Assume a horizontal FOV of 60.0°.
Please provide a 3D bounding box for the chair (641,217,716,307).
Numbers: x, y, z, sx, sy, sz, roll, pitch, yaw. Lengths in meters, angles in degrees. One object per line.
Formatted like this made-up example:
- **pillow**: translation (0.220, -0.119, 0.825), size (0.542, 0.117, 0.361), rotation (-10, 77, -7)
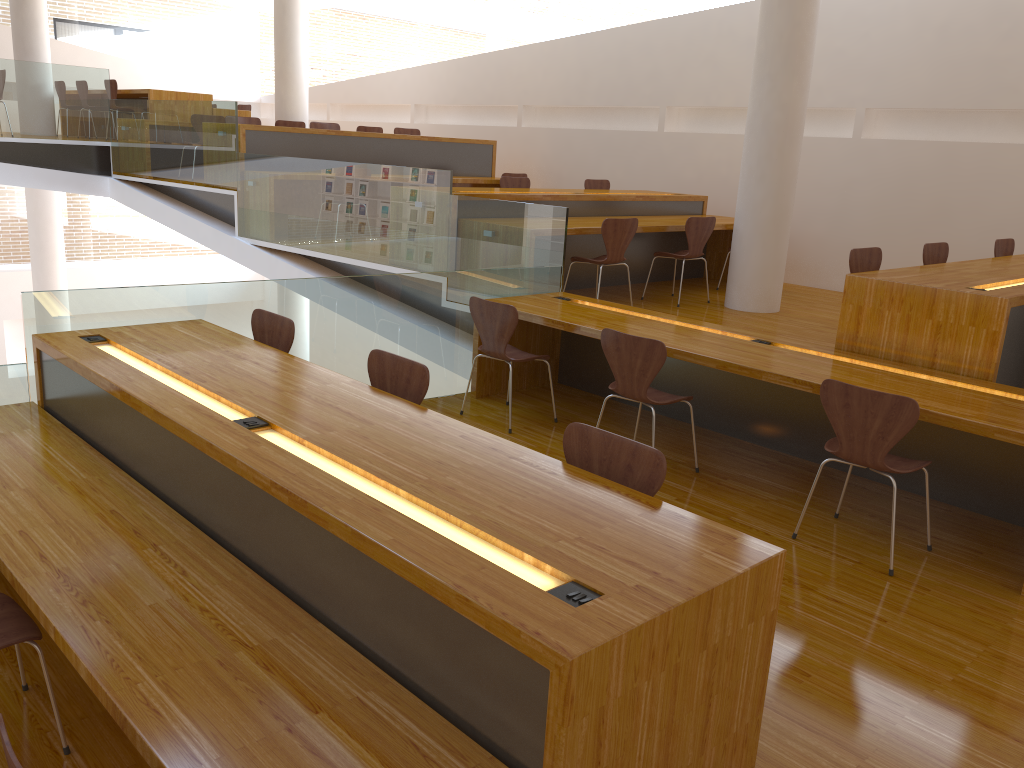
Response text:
- **chair**: translation (1.341, -1.001, 7.084), size (0.428, 0.693, 0.381), rotation (-11, 20, -42)

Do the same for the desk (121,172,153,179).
- **desk**: translation (-2.883, -2.786, 10.735), size (3.356, 0.606, 0.760), rotation (-11, 20, -42)

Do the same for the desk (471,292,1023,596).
- **desk**: translation (1.125, 0.095, 4.540), size (0.760, 0.606, 3.185), rotation (-11, 20, -42)

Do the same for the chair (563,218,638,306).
- **chair**: translation (0.635, -0.869, 6.431), size (0.428, 0.693, 0.381), rotation (-11, 20, -42)

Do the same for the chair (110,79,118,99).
- **chair**: translation (-4.545, -3.207, 10.451), size (0.381, 0.693, 0.428), rotation (-11, 20, -42)

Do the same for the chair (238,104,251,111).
- **chair**: translation (-3.695, -3.354, 11.748), size (0.381, 0.693, 0.428), rotation (-11, 20, -42)

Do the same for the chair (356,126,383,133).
- **chair**: translation (-1.885, -2.885, 11.161), size (0.428, 0.693, 0.381), rotation (-11, 20, -42)

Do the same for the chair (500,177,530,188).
- **chair**: translation (0.126, -1.569, 8.284), size (0.428, 0.693, 0.381), rotation (-11, 20, -42)

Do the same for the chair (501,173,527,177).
- **chair**: translation (-0.101, -2.010, 9.906), size (0.428, 0.693, 0.381), rotation (-11, 20, -42)

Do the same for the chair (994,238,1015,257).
- **chair**: translation (3.635, -0.669, 6.335), size (0.428, 0.693, 0.381), rotation (-11, 20, -42)

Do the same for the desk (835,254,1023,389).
- **desk**: translation (3.066, -0.388, 5.307), size (3.185, 0.606, 0.760), rotation (-11, 20, -42)

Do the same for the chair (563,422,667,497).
- **chair**: translation (0.162, 0.510, 2.581), size (0.381, 0.693, 0.428), rotation (-11, 20, -42)

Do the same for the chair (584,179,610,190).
- **chair**: translation (0.966, -1.713, 9.010), size (0.428, 0.693, 0.381), rotation (-11, 20, -42)

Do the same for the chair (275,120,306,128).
- **chair**: translation (-2.673, -2.724, 10.382), size (0.428, 0.693, 0.381), rotation (-11, 20, -42)

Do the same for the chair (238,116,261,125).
- **chair**: translation (-2.693, -2.408, 9.188), size (0.428, 0.693, 0.381), rotation (-11, 20, -42)

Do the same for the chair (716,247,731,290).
- **chair**: translation (2.129, -1.162, 7.863), size (0.428, 0.693, 0.381), rotation (-11, 20, -42)

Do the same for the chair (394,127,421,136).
- **chair**: translation (-1.156, -2.682, 10.558), size (0.428, 0.693, 0.381), rotation (-11, 20, -42)

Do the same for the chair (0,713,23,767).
- **chair**: translation (-0.778, 0.986, 1.810), size (0.381, 0.693, 0.428), rotation (-11, 20, -42)

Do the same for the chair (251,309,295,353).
- **chair**: translation (-1.240, 0.035, 4.058), size (0.381, 0.693, 0.428), rotation (-11, 20, -42)

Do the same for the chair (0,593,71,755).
- **chair**: translation (-1.571, 0.740, 2.561), size (0.381, 0.693, 0.428), rotation (-11, 20, -42)

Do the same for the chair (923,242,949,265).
- **chair**: translation (2.795, -0.525, 5.609), size (0.428, 0.693, 0.381), rotation (-11, 20, -42)

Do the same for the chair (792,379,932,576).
- **chair**: translation (1.457, 0.325, 3.560), size (0.381, 0.693, 0.428), rotation (-11, 20, -42)

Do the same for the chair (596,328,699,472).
- **chair**: translation (0.664, 0.079, 4.311), size (0.381, 0.693, 0.428), rotation (-11, 20, -42)

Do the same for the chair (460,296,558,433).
- **chair**: translation (-0.001, -0.139, 4.985), size (0.381, 0.693, 0.428), rotation (-11, 20, -42)

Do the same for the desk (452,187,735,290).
- **desk**: translation (0.738, -1.221, 7.605), size (3.243, 0.785, 1.527), rotation (-11, 20, -42)

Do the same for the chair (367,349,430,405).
- **chair**: translation (-0.576, 0.253, 3.383), size (0.381, 0.693, 0.428), rotation (-11, 20, -42)

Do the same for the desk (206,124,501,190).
- **desk**: translation (-1.443, -2.142, 9.436), size (3.216, 1.022, 1.248), rotation (-11, 20, -42)

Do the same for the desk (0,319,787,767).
- **desk**: translation (-0.940, 0.564, 2.931), size (1.285, 0.918, 3.236), rotation (-11, 20, -42)

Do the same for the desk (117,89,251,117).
- **desk**: translation (-4.799, -3.448, 11.759), size (1.247, 0.762, 3.194), rotation (-11, 20, -42)

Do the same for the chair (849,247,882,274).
- **chair**: translation (2.088, -0.392, 4.956), size (0.428, 0.693, 0.381), rotation (-11, 20, -42)

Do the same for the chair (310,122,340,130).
- **chair**: translation (-1.987, -2.540, 9.841), size (0.428, 0.693, 0.381), rotation (-11, 20, -42)
